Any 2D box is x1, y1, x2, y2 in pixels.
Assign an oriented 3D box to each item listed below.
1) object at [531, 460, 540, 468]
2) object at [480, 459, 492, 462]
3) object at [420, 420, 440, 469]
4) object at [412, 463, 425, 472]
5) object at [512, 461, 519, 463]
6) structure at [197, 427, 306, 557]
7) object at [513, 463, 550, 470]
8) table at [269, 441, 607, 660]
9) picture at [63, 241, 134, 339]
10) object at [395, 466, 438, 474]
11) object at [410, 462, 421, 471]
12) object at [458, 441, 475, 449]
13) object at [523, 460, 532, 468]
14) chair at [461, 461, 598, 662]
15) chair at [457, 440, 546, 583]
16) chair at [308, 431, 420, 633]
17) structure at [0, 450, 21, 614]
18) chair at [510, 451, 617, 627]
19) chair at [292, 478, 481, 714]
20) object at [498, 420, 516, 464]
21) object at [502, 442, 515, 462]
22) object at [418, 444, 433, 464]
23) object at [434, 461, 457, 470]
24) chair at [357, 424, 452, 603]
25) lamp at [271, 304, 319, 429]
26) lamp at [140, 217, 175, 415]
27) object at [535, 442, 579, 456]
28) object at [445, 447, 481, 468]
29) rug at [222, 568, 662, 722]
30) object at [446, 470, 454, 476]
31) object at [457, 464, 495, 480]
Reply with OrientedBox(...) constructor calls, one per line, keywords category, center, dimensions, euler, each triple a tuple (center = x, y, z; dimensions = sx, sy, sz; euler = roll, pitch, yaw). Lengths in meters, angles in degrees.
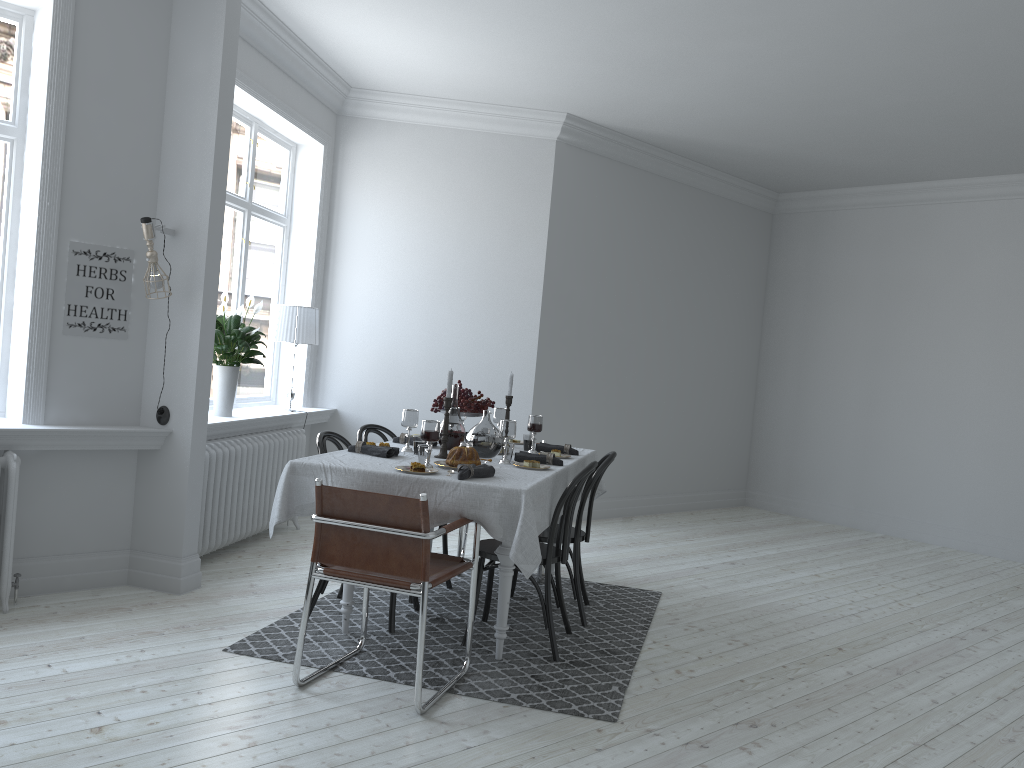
OrientedBox(category="object", center=(0.109, 0.387, 4.278), dimensions=(0.057, 0.037, 0.021), euler=(6, 2, 37))
OrientedBox(category="object", center=(-0.179, 0.361, 4.335), dimensions=(0.167, 0.031, 0.031), euler=(5, 2, -9))
OrientedBox(category="object", center=(-0.364, 0.269, 3.898), dimensions=(0.083, 0.215, 0.083), euler=(4, 2, -39))
OrientedBox(category="object", center=(-0.392, 0.356, 3.748), dimensions=(0.057, 0.041, 0.038), euler=(5, 2, -10))
OrientedBox(category="object", center=(0.060, 0.393, 4.399), dimensions=(0.131, 0.012, 0.031), euler=(5, 2, 14))
OrientedBox(category="structure", center=(-1.735, 0.694, 5.619), dimensions=(0.245, 0.753, 1.710), euler=(5, 2, 9))
OrientedBox(category="object", center=(0.094, 0.399, 4.280), dimensions=(0.182, 0.013, 0.182), euler=(4, 2, -29))
OrientedBox(category="table", center=(-0.247, 0.783, 4.632), dimensions=(1.210, 0.842, 2.179), euler=(5, 2, 13))
OrientedBox(category="picture", center=(-2.065, -0.463, 4.438), dimensions=(0.311, 0.457, 0.003), euler=(4, 2, -44))
OrientedBox(category="object", center=(-0.406, 0.368, 3.774), dimensions=(0.182, 0.013, 0.182), euler=(4, 2, -44))
OrientedBox(category="object", center=(-0.412, 0.354, 3.801), dimensions=(0.051, 0.039, 0.036), euler=(5, 2, -4))
OrientedBox(category="object", center=(-0.220, 0.328, 4.224), dimensions=(0.091, 0.101, 0.091), euler=(5, 2, 1))
OrientedBox(category="object", center=(0.076, 0.385, 4.272), dimensions=(0.021, 0.037, 0.057), euler=(4, 2, -26))
OrientedBox(category="chair", center=(0.092, 0.794, 4.275), dimensions=(0.564, 0.909, 0.463), euler=(5, 2, 10))
OrientedBox(category="chair", center=(-0.042, 0.780, 5.679), dimensions=(0.546, 0.837, 0.593), euler=(5, 2, 1))
OrientedBox(category="chair", center=(-0.731, 0.715, 4.480), dimensions=(0.564, 0.909, 0.463), euler=(5, 2, 10))
OrientedBox(category="structure", center=(-2.890, 0.647, 3.583), dimensions=(1.673, 0.753, 0.245), euler=(4, 2, -44))
OrientedBox(category="chair", center=(0.247, 0.793, 4.824), dimensions=(0.564, 0.909, 0.463), euler=(5, 2, 5))
OrientedBox(category="chair", center=(-0.481, 0.798, 3.601), dimensions=(0.546, 0.837, 0.593), euler=(6, 2, 18))
OrientedBox(category="object", center=(-0.027, 0.286, 4.359), dimensions=(0.083, 0.215, 0.083), euler=(4, 2, -39))
OrientedBox(category="object", center=(-0.023, 0.343, 4.458), dimensions=(0.066, 0.094, 0.066), euler=(6, 2, 35))
OrientedBox(category="object", center=(-0.395, 0.322, 3.993), dimensions=(0.066, 0.094, 0.066), euler=(6, 2, 35))
OrientedBox(category="object", center=(-0.230, 0.375, 4.038), dimensions=(0.251, 0.018, 0.251), euler=(4, 2, -44))
OrientedBox(category="chair", center=(-0.624, 0.709, 5.049), dimensions=(0.564, 0.909, 0.463), euler=(6, 2, 25))
OrientedBox(category="lamp", center=(-1.602, 0.104, 6.412), dimensions=(0.335, 1.331, 0.335), euler=(6, 2, 34))
OrientedBox(category="lamp", center=(-1.788, -0.327, 4.445), dimensions=(0.131, 0.977, 0.312), euler=(6, 2, 21))
OrientedBox(category="object", center=(0.256, 0.368, 5.124), dimensions=(0.247, 0.061, 0.165), euler=(5, 2, -4))
OrientedBox(category="object", center=(-0.216, 0.335, 4.035), dimensions=(0.164, 0.105, 0.191), euler=(4, 2, -24))
OrientedBox(category="rug", center=(-0.158, 1.205, 4.638), dimensions=(1.701, 0.021, 2.166), euler=(5, 2, 14))
OrientedBox(category="object", center=(-0.264, 0.381, 3.792), dimensions=(0.031, 0.012, 0.131), euler=(5, 2, -1))
OrientedBox(category="object", center=(-0.149, 0.369, 3.763), dimensions=(0.165, 0.061, 0.247), euler=(5, 2, -4))
